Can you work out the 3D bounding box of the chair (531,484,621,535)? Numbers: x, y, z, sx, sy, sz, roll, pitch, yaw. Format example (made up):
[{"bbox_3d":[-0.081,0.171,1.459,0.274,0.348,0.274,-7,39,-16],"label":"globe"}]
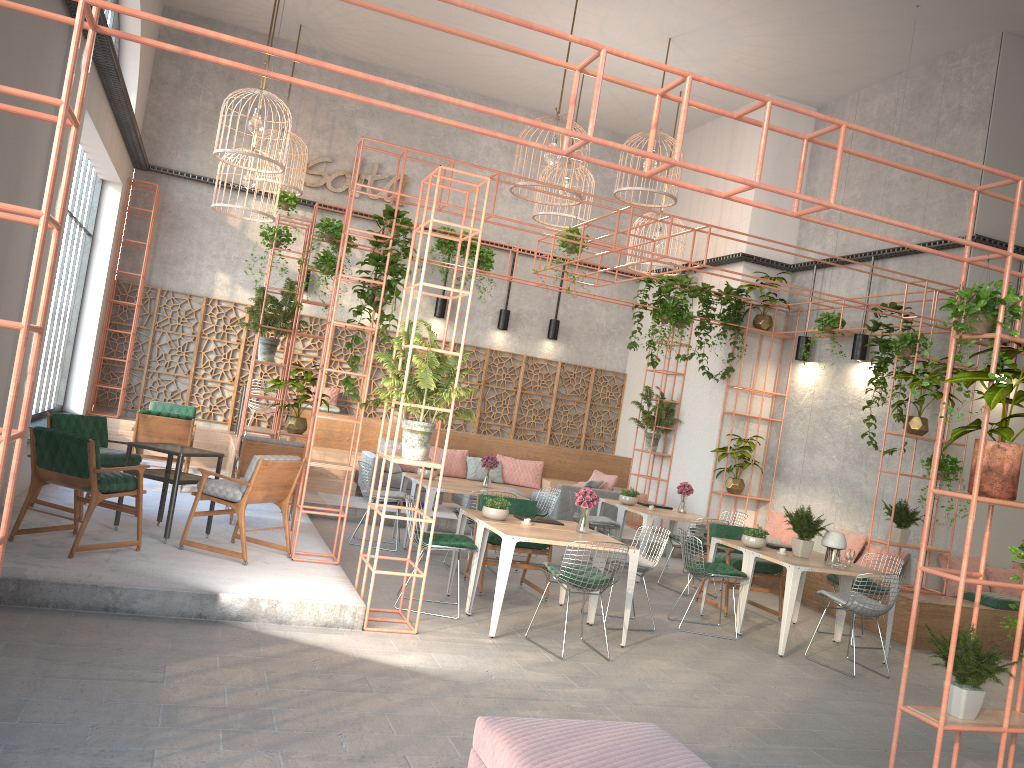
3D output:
[{"bbox_3d":[0.968,1.863,13.713,1.052,0.672,1.127,10,-2,-19],"label":"chair"}]

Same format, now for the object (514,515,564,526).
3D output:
[{"bbox_3d":[0.252,1.295,8.403,0.427,0.031,0.268,10,-2,-19],"label":"object"}]

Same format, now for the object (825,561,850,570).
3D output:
[{"bbox_3d":[3.070,1.713,8.372,0.218,0.041,0.218,9,-2,-11],"label":"object"}]

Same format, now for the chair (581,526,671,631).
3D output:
[{"bbox_3d":[1.068,1.790,8.386,0.717,0.941,0.565,10,-2,-18],"label":"chair"}]

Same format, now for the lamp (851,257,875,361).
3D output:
[{"bbox_3d":[4.795,-1.024,12.018,0.185,1.425,0.179,10,-2,-19],"label":"lamp"}]

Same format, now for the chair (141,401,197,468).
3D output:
[{"bbox_3d":[-4.996,0.755,12.874,0.722,0.929,0.685,10,-2,-19],"label":"chair"}]

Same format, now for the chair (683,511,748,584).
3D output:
[{"bbox_3d":[2.740,2.163,11.976,0.717,0.941,0.565,10,-2,-18],"label":"chair"}]

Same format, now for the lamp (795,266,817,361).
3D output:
[{"bbox_3d":[4.402,-1.054,13.161,0.185,1.425,0.179,10,-2,-19],"label":"lamp"}]

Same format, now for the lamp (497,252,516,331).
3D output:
[{"bbox_3d":[-0.063,-1.685,15.989,0.185,1.436,0.185,8,-2,22],"label":"lamp"}]

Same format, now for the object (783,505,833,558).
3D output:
[{"bbox_3d":[2.892,1.454,8.824,0.368,0.527,0.438,10,-2,-19],"label":"object"}]

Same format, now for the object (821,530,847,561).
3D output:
[{"bbox_3d":[3.196,1.621,8.818,0.241,0.313,0.241,8,-2,26],"label":"object"}]

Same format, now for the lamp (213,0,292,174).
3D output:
[{"bbox_3d":[-3.057,-4.516,11.299,0.883,3.476,0.883,8,-2,34],"label":"lamp"}]

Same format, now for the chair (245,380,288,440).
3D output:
[{"bbox_3d":[-3.474,0.422,12.448,0.565,0.941,0.717,9,-2,-10],"label":"chair"}]

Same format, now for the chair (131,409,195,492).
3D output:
[{"bbox_3d":[-4.358,0.803,11.019,0.722,0.929,0.685,10,-2,-19],"label":"chair"}]

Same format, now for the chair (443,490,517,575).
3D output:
[{"bbox_3d":[-0.345,1.605,9.838,0.565,0.941,0.717,10,-2,-23],"label":"chair"}]

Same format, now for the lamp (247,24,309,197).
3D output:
[{"bbox_3d":[-3.470,-4.793,14.011,0.883,3.476,0.883,8,-2,34],"label":"lamp"}]

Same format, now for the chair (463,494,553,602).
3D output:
[{"bbox_3d":[-0.021,1.637,8.983,0.722,0.917,0.685,10,-2,-19],"label":"chair"}]

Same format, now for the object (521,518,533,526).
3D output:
[{"bbox_3d":[0.136,1.241,8.009,0.115,0.073,0.115,10,-2,-25],"label":"object"}]

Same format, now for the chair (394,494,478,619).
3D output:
[{"bbox_3d":[-0.661,1.494,7.776,0.717,0.941,0.565,9,-2,-3],"label":"chair"}]

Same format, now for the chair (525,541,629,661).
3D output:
[{"bbox_3d":[0.533,1.668,7.137,0.565,0.941,0.717,10,-2,-23],"label":"chair"}]

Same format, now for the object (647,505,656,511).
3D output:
[{"bbox_3d":[1.783,1.581,11.338,0.115,0.078,0.115,10,-2,-13],"label":"object"}]

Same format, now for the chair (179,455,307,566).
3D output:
[{"bbox_3d":[-2.341,1.042,7.809,0.685,0.914,0.722,9,-2,21],"label":"chair"}]

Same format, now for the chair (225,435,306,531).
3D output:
[{"bbox_3d":[-2.655,1.036,9.603,0.722,0.929,0.685,10,-2,-19],"label":"chair"}]

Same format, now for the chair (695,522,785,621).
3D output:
[{"bbox_3d":[2.569,2.080,9.903,0.722,0.917,0.685,10,-2,-19],"label":"chair"}]

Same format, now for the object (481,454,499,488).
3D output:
[{"bbox_3d":[-0.287,1.059,10.814,0.225,0.414,0.213,10,-2,-27],"label":"object"}]

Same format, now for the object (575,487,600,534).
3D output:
[{"bbox_3d":[0.663,1.144,8.043,0.225,0.414,0.213,10,-2,-27],"label":"object"}]

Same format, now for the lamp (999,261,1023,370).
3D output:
[{"bbox_3d":[6.141,-0.842,10.841,0.179,1.425,0.185,10,-2,-19],"label":"lamp"}]

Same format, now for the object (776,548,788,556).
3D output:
[{"bbox_3d":[2.671,1.649,8.754,0.115,0.078,0.115,10,-2,-13],"label":"object"}]

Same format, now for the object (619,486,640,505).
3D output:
[{"bbox_3d":[1.535,1.461,11.626,0.254,0.247,0.248,10,-2,-19],"label":"object"}]

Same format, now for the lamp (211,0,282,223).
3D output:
[{"bbox_3d":[-3.527,-4.114,12.609,0.883,3.476,0.883,8,-2,34],"label":"lamp"}]

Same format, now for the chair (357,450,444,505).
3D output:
[{"bbox_3d":[-1.654,1.383,13.229,1.127,0.586,1.056,10,-2,-19],"label":"chair"}]

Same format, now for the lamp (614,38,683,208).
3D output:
[{"bbox_3d":[2.130,-4.294,12.405,0.883,3.476,0.883,8,-2,34],"label":"lamp"}]

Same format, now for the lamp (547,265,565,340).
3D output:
[{"bbox_3d":[0.850,-1.529,16.307,0.179,1.436,0.185,10,-2,-19],"label":"lamp"}]

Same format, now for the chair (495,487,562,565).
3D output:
[{"bbox_3d":[0.190,1.727,11.088,0.717,0.941,0.565,10,-2,-18],"label":"chair"}]

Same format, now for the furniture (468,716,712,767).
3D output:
[{"bbox_3d":[0.396,1.803,3.845,0.976,0.446,0.941,10,-2,-19],"label":"furniture"}]

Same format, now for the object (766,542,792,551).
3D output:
[{"bbox_3d":[2.846,1.713,9.324,0.427,0.031,0.268,10,-2,-19],"label":"object"}]

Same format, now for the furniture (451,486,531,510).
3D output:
[{"bbox_3d":[-0.330,1.758,13.379,0.975,0.446,0.941,10,-2,-19],"label":"furniture"}]

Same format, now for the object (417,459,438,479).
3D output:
[{"bbox_3d":[-1.014,1.025,10.738,0.252,0.247,0.247,10,-2,-19],"label":"object"}]

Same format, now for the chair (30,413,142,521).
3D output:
[{"bbox_3d":[-4.067,0.785,8.582,0.685,0.917,0.722,9,-2,21],"label":"chair"}]

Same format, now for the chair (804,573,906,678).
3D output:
[{"bbox_3d":[3.122,2.111,8.058,0.565,0.941,0.717,10,-2,-23],"label":"chair"}]

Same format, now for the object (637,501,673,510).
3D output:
[{"bbox_3d":[1.928,1.643,11.993,0.427,0.031,0.268,10,-2,-19],"label":"object"}]

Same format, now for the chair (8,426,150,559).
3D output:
[{"bbox_3d":[-3.430,0.847,7.108,0.722,0.914,0.685,9,-2,21],"label":"chair"}]

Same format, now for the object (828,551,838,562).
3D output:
[{"bbox_3d":[3.113,1.687,8.612,0.095,0.119,0.095,9,-2,5],"label":"object"}]

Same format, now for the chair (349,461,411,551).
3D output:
[{"bbox_3d":[-1.539,1.431,10.477,0.717,0.941,0.565,9,-2,-3],"label":"chair"}]

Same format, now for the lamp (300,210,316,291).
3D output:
[{"bbox_3d":[-3.399,-2.255,14.827,0.185,1.436,0.185,8,-2,22],"label":"lamp"}]

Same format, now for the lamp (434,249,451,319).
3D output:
[{"bbox_3d":[-1.171,-1.874,15.603,0.185,1.436,0.185,8,-2,22],"label":"lamp"}]

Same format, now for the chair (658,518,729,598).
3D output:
[{"bbox_3d":[2.205,2.041,10.727,0.565,0.941,0.717,10,-2,-23],"label":"chair"}]

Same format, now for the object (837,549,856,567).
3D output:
[{"bbox_3d":[3.303,1.707,8.715,0.210,0.154,0.165,10,-2,-29],"label":"object"}]

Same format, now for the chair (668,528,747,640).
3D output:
[{"bbox_3d":[1.929,1.938,8.696,0.717,0.941,0.565,9,-2,-3],"label":"chair"}]

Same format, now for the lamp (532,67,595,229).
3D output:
[{"bbox_3d":[1.024,-4.213,13.716,0.883,3.476,0.883,8,-2,34],"label":"lamp"}]

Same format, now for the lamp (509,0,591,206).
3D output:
[{"bbox_3d":[0.680,-3.937,10.530,0.883,3.476,0.883,8,-2,34],"label":"lamp"}]

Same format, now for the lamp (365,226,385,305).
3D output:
[{"bbox_3d":[-2.313,-2.070,15.205,0.185,1.436,0.185,8,-2,22],"label":"lamp"}]

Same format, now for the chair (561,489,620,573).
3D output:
[{"bbox_3d":[1.011,1.868,11.365,0.717,0.941,0.565,9,-2,-3],"label":"chair"}]

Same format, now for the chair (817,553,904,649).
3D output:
[{"bbox_3d":[3.658,2.234,9.307,0.717,0.941,0.565,10,-2,-18],"label":"chair"}]

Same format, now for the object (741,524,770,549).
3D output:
[{"bbox_3d":[2.453,1.531,8.957,0.254,0.247,0.248,10,-2,-19],"label":"object"}]

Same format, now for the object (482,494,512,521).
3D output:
[{"bbox_3d":[-0.140,1.112,8.036,0.252,0.247,0.247,10,-2,-19],"label":"object"}]

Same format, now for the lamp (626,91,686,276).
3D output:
[{"bbox_3d":[2.531,-3.532,14.228,0.883,3.476,0.883,8,-2,34],"label":"lamp"}]

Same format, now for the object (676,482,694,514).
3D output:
[{"bbox_3d":[2.267,1.496,11.704,0.225,0.414,0.213,10,-2,-27],"label":"object"}]

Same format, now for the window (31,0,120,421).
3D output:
[{"bbox_3d":[-5.383,-2.303,10.851,0.089,5.544,4.126,10,-2,-19],"label":"window"}]
